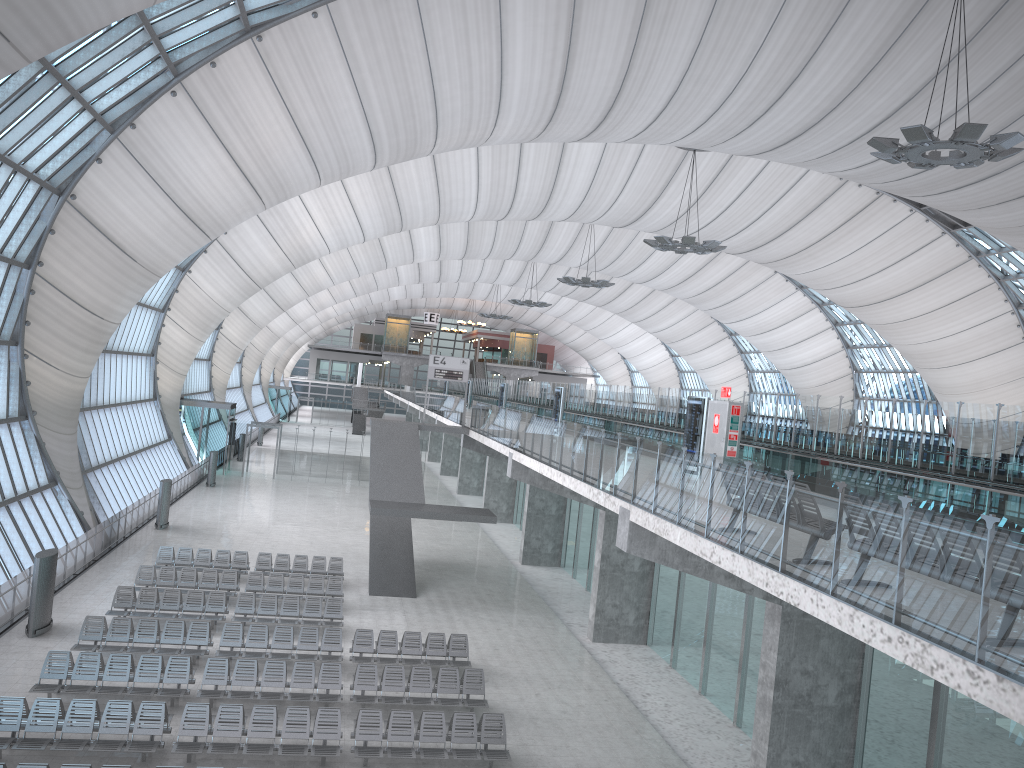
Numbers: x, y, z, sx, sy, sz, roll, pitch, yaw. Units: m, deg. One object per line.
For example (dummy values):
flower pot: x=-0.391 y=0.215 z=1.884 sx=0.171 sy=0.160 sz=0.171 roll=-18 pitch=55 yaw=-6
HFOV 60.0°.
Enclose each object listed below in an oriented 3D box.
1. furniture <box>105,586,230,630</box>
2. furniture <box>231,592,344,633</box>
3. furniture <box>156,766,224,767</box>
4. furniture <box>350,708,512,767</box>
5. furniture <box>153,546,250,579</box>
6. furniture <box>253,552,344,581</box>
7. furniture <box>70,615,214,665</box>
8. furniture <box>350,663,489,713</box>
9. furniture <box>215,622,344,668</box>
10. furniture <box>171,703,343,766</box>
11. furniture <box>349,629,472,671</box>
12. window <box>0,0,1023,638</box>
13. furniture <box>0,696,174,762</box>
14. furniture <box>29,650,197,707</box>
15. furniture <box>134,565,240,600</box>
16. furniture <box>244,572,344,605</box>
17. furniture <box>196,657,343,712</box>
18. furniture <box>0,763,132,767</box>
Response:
furniture: x=-8.362 y=5.473 z=21.708 sx=2.705 sy=0.913 sz=1.572 roll=6 pitch=0 yaw=-11
furniture: x=-5.580 y=5.760 z=22.234 sx=2.705 sy=0.913 sz=1.572 roll=6 pitch=0 yaw=-11
furniture: x=-3.761 y=5.893 z=12.529 sx=2.705 sy=0.913 sz=1.572 roll=6 pitch=0 yaw=-11
furniture: x=-1.422 y=6.148 z=15.414 sx=2.705 sy=0.913 sz=1.572 roll=6 pitch=0 yaw=-11
furniture: x=-9.281 y=5.406 z=26.612 sx=2.705 sy=0.913 sz=1.572 roll=6 pitch=0 yaw=-11
furniture: x=-6.499 y=5.693 z=27.138 sx=2.705 sy=0.913 sz=1.572 roll=6 pitch=0 yaw=-11
furniture: x=-7.870 y=5.509 z=19.083 sx=2.705 sy=0.913 sz=1.572 roll=6 pitch=0 yaw=-11
furniture: x=-1.864 y=6.115 z=17.774 sx=2.705 sy=0.913 sz=1.572 roll=6 pitch=0 yaw=-11
furniture: x=-5.088 y=5.796 z=19.609 sx=2.705 sy=0.913 sz=1.572 roll=6 pitch=0 yaw=-11
furniture: x=-4.203 y=5.860 z=14.889 sx=2.705 sy=0.913 sz=1.572 roll=6 pitch=0 yaw=-11
furniture: x=-2.306 y=6.083 z=20.134 sx=2.705 sy=0.913 sz=1.572 roll=6 pitch=0 yaw=-11
window: x=1.143 y=-2.703 z=79.440 sx=50.537 sy=20.004 sz=167.818 roll=6 pitch=0 yaw=-11
furniture: x=-6.985 y=5.573 z=14.364 sx=2.705 sy=0.913 sz=1.572 roll=6 pitch=0 yaw=-11
furniture: x=-7.428 y=5.541 z=16.723 sx=2.705 sy=0.913 sz=1.572 roll=6 pitch=0 yaw=-11
furniture: x=-8.795 y=5.441 z=24.017 sx=2.705 sy=0.913 sz=1.572 roll=6 pitch=0 yaw=-11
furniture: x=-6.013 y=5.729 z=24.542 sx=2.705 sy=0.913 sz=1.572 roll=6 pitch=0 yaw=-11
furniture: x=-4.646 y=5.828 z=17.249 sx=2.705 sy=0.913 sz=1.572 roll=6 pitch=0 yaw=-11
furniture: x=-6.543 y=5.605 z=12.004 sx=2.705 sy=0.913 sz=1.572 roll=6 pitch=0 yaw=-11
